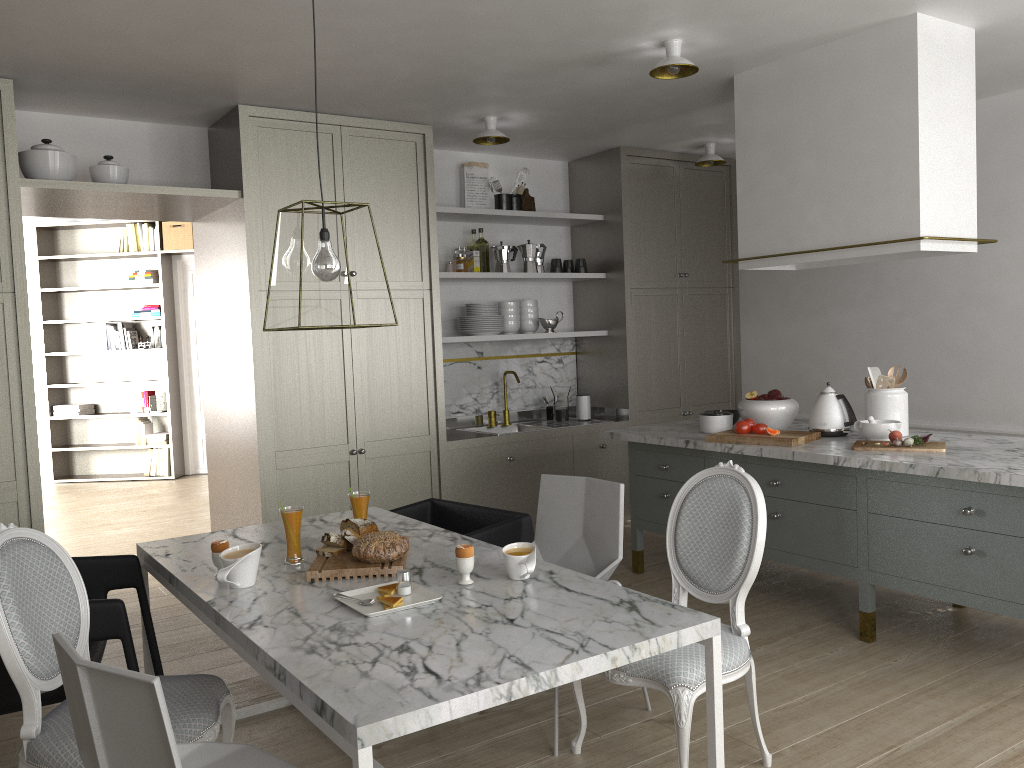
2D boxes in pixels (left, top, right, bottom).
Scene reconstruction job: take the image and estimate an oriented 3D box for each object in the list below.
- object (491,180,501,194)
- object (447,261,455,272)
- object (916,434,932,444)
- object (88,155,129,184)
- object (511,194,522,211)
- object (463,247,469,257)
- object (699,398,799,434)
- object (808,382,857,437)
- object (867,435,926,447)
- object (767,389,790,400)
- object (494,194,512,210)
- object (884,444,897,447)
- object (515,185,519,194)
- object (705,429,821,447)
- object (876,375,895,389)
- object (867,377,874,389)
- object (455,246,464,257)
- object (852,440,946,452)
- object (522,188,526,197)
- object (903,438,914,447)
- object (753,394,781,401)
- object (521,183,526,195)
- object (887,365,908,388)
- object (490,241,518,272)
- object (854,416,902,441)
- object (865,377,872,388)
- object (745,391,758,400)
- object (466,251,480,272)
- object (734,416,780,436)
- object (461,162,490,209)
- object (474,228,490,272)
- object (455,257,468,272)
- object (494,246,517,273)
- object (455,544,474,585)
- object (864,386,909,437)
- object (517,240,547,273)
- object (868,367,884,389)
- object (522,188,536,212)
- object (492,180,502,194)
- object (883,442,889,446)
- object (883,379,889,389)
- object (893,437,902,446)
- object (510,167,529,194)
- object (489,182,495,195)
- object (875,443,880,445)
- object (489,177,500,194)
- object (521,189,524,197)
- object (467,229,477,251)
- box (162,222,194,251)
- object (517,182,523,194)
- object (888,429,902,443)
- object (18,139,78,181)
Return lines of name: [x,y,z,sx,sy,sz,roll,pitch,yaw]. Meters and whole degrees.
object: [-0.087,-1.198,5.531,0.085,0.148,0.050,-1,4,28]
object: [-0.373,-0.703,5.400,0.046,0.084,0.046,-3,3,-7]
object: [1.609,0.214,3.472,0.049,0.039,0.057,-5,4,-37]
object: [-1.873,-0.980,4.125,0.174,0.161,0.176,-4,4,-29]
object: [0.008,-1.122,5.575,0.112,0.128,0.112,0,4,40]
object: [-0.289,-0.754,5.454,0.059,0.172,0.059,-3,3,-7]
object: [1.125,0.144,4.222,0.491,0.156,0.364,0,4,33]
object: [1.400,0.110,3.908,0.178,0.236,0.204,-2,3,3]
object: [1.486,0.224,3.448,0.224,0.058,0.116,-2,3,2]
object: [1.244,0.072,4.126,0.071,0.091,0.167,-3,3,-9]
object: [-0.055,-1.109,5.483,0.108,0.118,0.108,-5,4,-43]
object: [1.460,0.237,3.431,0.043,0.008,0.059,-2,3,8]
object: [0.026,-1.163,5.601,0.023,0.202,0.079,0,4,36]
object: [1.087,0.230,3.847,0.400,0.030,0.290,0,4,41]
object: [1.578,0.091,3.814,0.054,0.262,0.149,-3,3,-19]
object: [1.616,0.091,3.877,0.118,0.250,0.033,-2,3,6]
object: [-0.316,-0.750,5.395,0.059,0.172,0.059,-1,4,29]
object: [1.516,0.243,3.473,0.330,0.012,0.220,-1,4,26]
object: [0.092,-1.157,5.653,0.092,0.183,0.038,-4,4,-24]
object: [1.522,0.223,3.404,0.035,0.036,0.037,1,5,44]
object: [1.186,0.087,4.126,0.135,0.074,0.154,-5,4,-38]
object: [0.044,-1.171,5.593,0.106,0.191,0.016,-4,4,-24]
object: [1.657,0.068,3.872,0.131,0.296,0.056,-3,3,-14]
object: [-0.048,-0.788,5.554,0.175,0.212,0.111,-2,3,2]
object: [1.526,0.181,3.693,0.172,0.110,0.159,-2,3,11]
object: [1.588,0.094,3.837,0.117,0.251,0.061,0,4,36]
object: [1.120,0.056,4.148,0.061,0.048,0.054,-1,3,20]
object: [-0.237,-0.738,5.409,0.044,0.141,0.077,-5,4,-39]
object: [1.071,0.179,3.839,0.194,0.079,0.135,1,5,45]
object: [-0.223,-1.207,5.492,0.183,0.327,0.074,-4,4,-25]
object: [-0.184,-0.811,5.415,0.082,0.282,0.089,-5,4,-39]
object: [-0.303,-0.711,5.328,0.078,0.101,0.078,-2,3,12]
object: [-0.043,-0.756,5.382,0.087,0.167,0.138,-5,4,-38]
object: [-0.122,0.468,2.313,0.050,0.101,0.050,-4,4,-27]
object: [1.621,0.118,3.840,0.174,0.208,0.174,-3,3,-16]
object: [0.121,-0.793,5.521,0.175,0.212,0.111,-1,4,27]
object: [1.618,0.072,3.848,0.064,0.290,0.141,-4,3,-20]
object: [0.103,-1.158,5.650,0.092,0.183,0.038,-4,4,-24]
object: [-0.056,-1.149,5.433,0.132,0.185,0.039,-5,4,-43]
object: [1.455,0.232,3.449,0.013,0.017,0.030,-4,4,-25]
object: [1.650,0.091,3.877,0.050,0.247,0.114,-4,4,-29]
object: [1.489,0.221,3.426,0.033,0.037,0.034,0,4,34]
object: [0.043,-1.250,5.488,0.135,0.187,0.070,-4,4,-31]
object: [-0.095,-1.155,5.506,0.098,0.199,0.059,-3,3,-15]
object: [1.429,0.235,3.476,0.028,0.010,0.015,0,4,30]
object: [-0.098,-1.192,5.434,0.085,0.148,0.050,-4,4,-32]
object: [0.069,-1.158,5.659,0.092,0.185,0.023,-4,4,-24]
object: [-0.232,-0.813,5.482,0.066,0.282,0.066,-5,4,-44]
box: [-3.034,-1.363,8.225,0.282,0.260,0.282,-2,3,6]
object: [0.037,-1.162,5.558,0.083,0.201,0.023,-1,3,21]
object: [1.522,0.208,3.522,0.050,0.051,0.090,-1,3,19]
object: [-2.083,-0.990,3.983,0.241,0.214,0.243,-4,4,-29]
